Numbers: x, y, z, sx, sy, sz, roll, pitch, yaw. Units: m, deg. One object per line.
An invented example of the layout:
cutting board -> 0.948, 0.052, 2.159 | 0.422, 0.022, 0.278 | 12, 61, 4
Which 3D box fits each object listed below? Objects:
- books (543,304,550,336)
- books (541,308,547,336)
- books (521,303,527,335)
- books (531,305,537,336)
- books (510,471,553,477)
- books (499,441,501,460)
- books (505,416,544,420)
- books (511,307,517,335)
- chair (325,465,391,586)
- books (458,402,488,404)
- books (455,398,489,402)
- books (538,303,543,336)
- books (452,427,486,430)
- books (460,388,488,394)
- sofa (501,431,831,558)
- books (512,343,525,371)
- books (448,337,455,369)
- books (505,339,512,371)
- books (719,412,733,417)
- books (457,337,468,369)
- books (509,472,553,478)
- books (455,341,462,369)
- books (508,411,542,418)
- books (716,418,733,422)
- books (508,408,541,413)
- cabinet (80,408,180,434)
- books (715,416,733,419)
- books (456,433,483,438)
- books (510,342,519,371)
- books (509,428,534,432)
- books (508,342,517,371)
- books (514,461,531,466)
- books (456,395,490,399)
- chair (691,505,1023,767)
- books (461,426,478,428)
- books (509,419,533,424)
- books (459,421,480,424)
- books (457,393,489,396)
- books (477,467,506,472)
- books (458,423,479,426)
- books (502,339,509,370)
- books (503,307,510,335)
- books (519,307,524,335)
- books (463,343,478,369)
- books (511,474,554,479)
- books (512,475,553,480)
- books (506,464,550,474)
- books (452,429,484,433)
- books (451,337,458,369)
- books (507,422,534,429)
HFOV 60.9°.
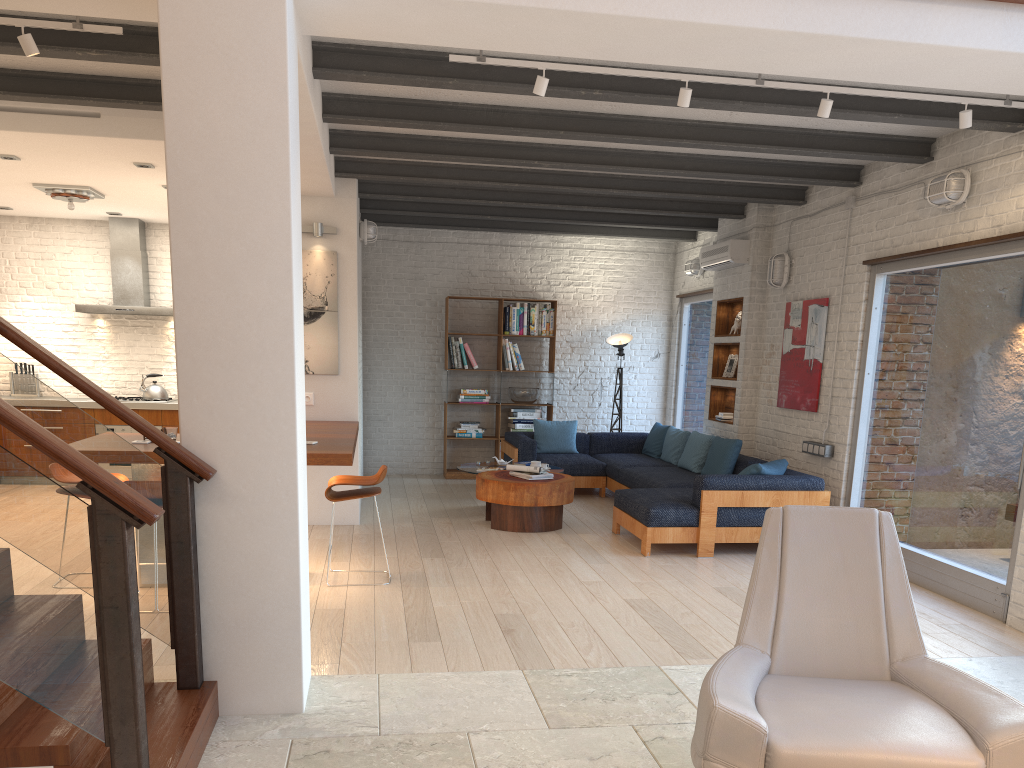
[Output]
books -> 0.422, -0.784, 10.727 | 0.036, 0.394, 0.237 | 0, 9, -9
books -> 0.374, -0.757, 10.719 | 0.055, 0.338, 0.247 | 0, 9, -9
books -> 0.144, -0.790, 10.673 | 0.036, 0.394, 0.237 | 0, 9, -9
books -> 0.263, -0.774, 10.704 | 0.021, 0.369, 0.264 | 0, 9, -9
books -> 0.174, 0.802, 7.846 | 0.251, 0.011, 0.313 | 0, 2, -35
books -> -0.163, 0.908, 10.990 | 0.036, 0.394, 0.237 | 0, 9, -9
books -> 0.155, 0.423, 10.931 | 0.444, 0.021, 0.266 | 1, 2, -9
books -> 0.004, -0.766, 10.658 | 0.055, 0.338, 0.247 | 0, 9, -9
chair -> -1.029, 0.937, 5.864 | 0.423, 0.796, 0.392 | 0, 10, -9
books -> -0.485, 0.225, 10.799 | 0.356, 0.021, 0.266 | 1, 2, -9
books -> -0.492, 0.196, 10.785 | 0.379, 0.037, 0.239 | 1, 2, -14
books -> 0.329, -0.786, 10.712 | 0.036, 0.394, 0.237 | 0, 9, -9
books -> -0.532, 0.556, 10.858 | 0.379, 0.019, 0.239 | 1, 2, -16
books -> -0.474, 0.092, 10.776 | 0.326, 0.057, 0.249 | 1, 2, -7
sofa -> 1.196, 0.963, 8.709 | 2.080, 0.677, 3.859 | 1, 2, -9
books -> 0.062, -0.332, 10.763 | 0.158, 0.338, 0.247 | 0, 9, -9
books -> -0.750, -0.381, 10.633 | 0.091, 0.395, 0.237 | 0, 9, -9
books -> -0.058, -0.361, 10.734 | 0.103, 0.394, 0.237 | 0, 9, -9
books -> 2.261, 0.324, 9.160 | 0.132, 0.034, 0.201 | 2, 2, 1
books -> -0.607, -0.376, 10.652 | 0.121, 0.392, 0.237 | 0, 9, -9
books -> 0.173, 0.812, 7.856 | 0.251, 0.011, 0.313 | 0, 2, -40
books -> -0.667, -0.354, 10.678 | 0.102, 0.343, 0.247 | 0, 9, -9
books -> 0.162, 0.379, 10.940 | 0.379, 0.066, 0.239 | 1, 3, -15
books -> 2.250, 0.377, 9.175 | 0.162, 0.017, 0.246 | 2, 2, 1
books -> 0.160, 0.328, 10.925 | 0.380, 0.037, 0.238 | 1, 2, -9
cabinet -> -4.488, -0.293, 8.395 | 4.738, 2.905, 2.231 | -3, 9, -44
books -> 2.260, 0.351, 9.159 | 0.171, 0.019, 0.231 | 1, 2, -7
books -> -0.529, 0.631, 10.876 | 0.326, 0.057, 0.249 | 2, 2, 1
books -> 0.013, -0.343, 10.767 | 0.125, 0.358, 0.264 | 0, 9, -9
books -> 0.148, 0.583, 10.979 | 0.362, 0.057, 0.276 | 1, 2, -7
books -> -0.007, -0.343, 10.755 | 0.125, 0.358, 0.264 | 0, 9, -9
books -> 0.151, 0.828, 9.040 | 0.161, 0.023, 0.229 | 3, 3, 39
books -> -0.480, 0.160, 10.772 | 0.379, 0.037, 0.239 | 1, 2, -15
chair -> 1.132, 0.979, 2.989 | 1.026, 1.044, 0.947 | 3, 7, 7
books -> -0.536, 0.529, 10.875 | 0.206, 0.035, 0.129 | 1, 3, -9
books -> 0.140, 0.462, 10.924 | 0.326, 0.057, 0.249 | 1, 2, -14
books -> -0.529, 0.477, 10.851 | 0.252, 0.017, 0.158 | 1, 2, -9
books -> -0.484, 0.130, 10.785 | 0.356, 0.021, 0.266 | 1, 2, -11
books -> -0.174, 0.840, 8.544 | 0.318, 0.011, 0.247 | 2, 2, 4
books -> -0.542, 0.502, 10.875 | 0.236, 0.019, 0.167 | 1, 2, -16
books -> -0.099, -0.363, 10.750 | 0.101, 0.394, 0.237 | 0, 9, -9
books -> -0.076, -0.768, 10.664 | 0.055, 0.338, 0.247 | 0, 9, -9
books -> 0.094, -0.764, 10.690 | 0.055, 0.338, 0.247 | 0, 9, -9
books -> -0.520, -0.343, 10.695 | 0.195, 0.327, 0.247 | 0, 8, -9
books -> 0.176, 0.822, 7.877 | 0.251, 0.011, 0.313 | 0, 2, -40
books -> 0.181, 0.834, 7.865 | 0.252, 0.011, 0.312 | 1, 2, -30
books -> 0.150, 0.785, 7.918 | 0.320, 0.112, 0.268 | 3, 4, 23
books -> -0.550, 0.583, 10.871 | 0.380, 0.037, 0.238 | 1, 2, -9
books -> -0.714, -0.381, 10.647 | 0.091, 0.395, 0.237 | 0, 9, -9
books -> 0.163, 0.523, 10.952 | 0.379, 0.066, 0.239 | 1, 3, -22
